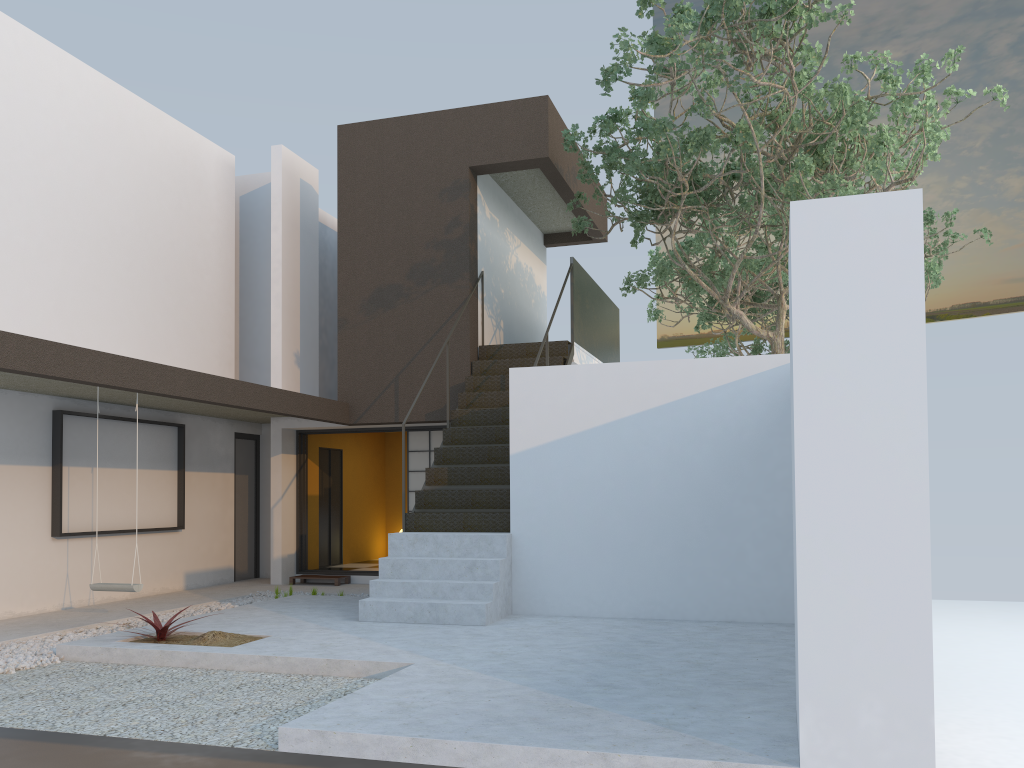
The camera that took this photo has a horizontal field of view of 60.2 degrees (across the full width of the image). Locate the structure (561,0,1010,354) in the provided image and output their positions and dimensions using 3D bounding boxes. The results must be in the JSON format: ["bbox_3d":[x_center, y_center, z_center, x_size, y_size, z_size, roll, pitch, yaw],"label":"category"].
[{"bbox_3d":[2.715,-1.848,9.402,4.334,3.686,5.779,0,-6,-3],"label":"structure"}]

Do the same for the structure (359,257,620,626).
[{"bbox_3d":[0.169,0.446,10.649,1.159,3.929,6.583,-1,-6,17],"label":"structure"}]

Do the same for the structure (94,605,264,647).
[{"bbox_3d":[-2.495,1.888,6.774,1.204,0.290,0.750,-3,-7,17],"label":"structure"}]

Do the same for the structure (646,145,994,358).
[{"bbox_3d":[5.198,-1.217,15.533,5.508,4.684,7.344,0,-6,-3],"label":"structure"}]

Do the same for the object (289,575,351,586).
[{"bbox_3d":[-2.503,2.561,11.519,0.703,0.100,0.352,-3,-7,17],"label":"object"}]

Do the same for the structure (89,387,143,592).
[{"bbox_3d":[-3.470,0.886,7.756,0.462,1.861,0.129,-1,-2,17],"label":"structure"}]

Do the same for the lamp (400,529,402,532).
[{"bbox_3d":[-1.718,2.585,14.198,0.387,0.498,0.397,-1,-4,6],"label":"lamp"}]
